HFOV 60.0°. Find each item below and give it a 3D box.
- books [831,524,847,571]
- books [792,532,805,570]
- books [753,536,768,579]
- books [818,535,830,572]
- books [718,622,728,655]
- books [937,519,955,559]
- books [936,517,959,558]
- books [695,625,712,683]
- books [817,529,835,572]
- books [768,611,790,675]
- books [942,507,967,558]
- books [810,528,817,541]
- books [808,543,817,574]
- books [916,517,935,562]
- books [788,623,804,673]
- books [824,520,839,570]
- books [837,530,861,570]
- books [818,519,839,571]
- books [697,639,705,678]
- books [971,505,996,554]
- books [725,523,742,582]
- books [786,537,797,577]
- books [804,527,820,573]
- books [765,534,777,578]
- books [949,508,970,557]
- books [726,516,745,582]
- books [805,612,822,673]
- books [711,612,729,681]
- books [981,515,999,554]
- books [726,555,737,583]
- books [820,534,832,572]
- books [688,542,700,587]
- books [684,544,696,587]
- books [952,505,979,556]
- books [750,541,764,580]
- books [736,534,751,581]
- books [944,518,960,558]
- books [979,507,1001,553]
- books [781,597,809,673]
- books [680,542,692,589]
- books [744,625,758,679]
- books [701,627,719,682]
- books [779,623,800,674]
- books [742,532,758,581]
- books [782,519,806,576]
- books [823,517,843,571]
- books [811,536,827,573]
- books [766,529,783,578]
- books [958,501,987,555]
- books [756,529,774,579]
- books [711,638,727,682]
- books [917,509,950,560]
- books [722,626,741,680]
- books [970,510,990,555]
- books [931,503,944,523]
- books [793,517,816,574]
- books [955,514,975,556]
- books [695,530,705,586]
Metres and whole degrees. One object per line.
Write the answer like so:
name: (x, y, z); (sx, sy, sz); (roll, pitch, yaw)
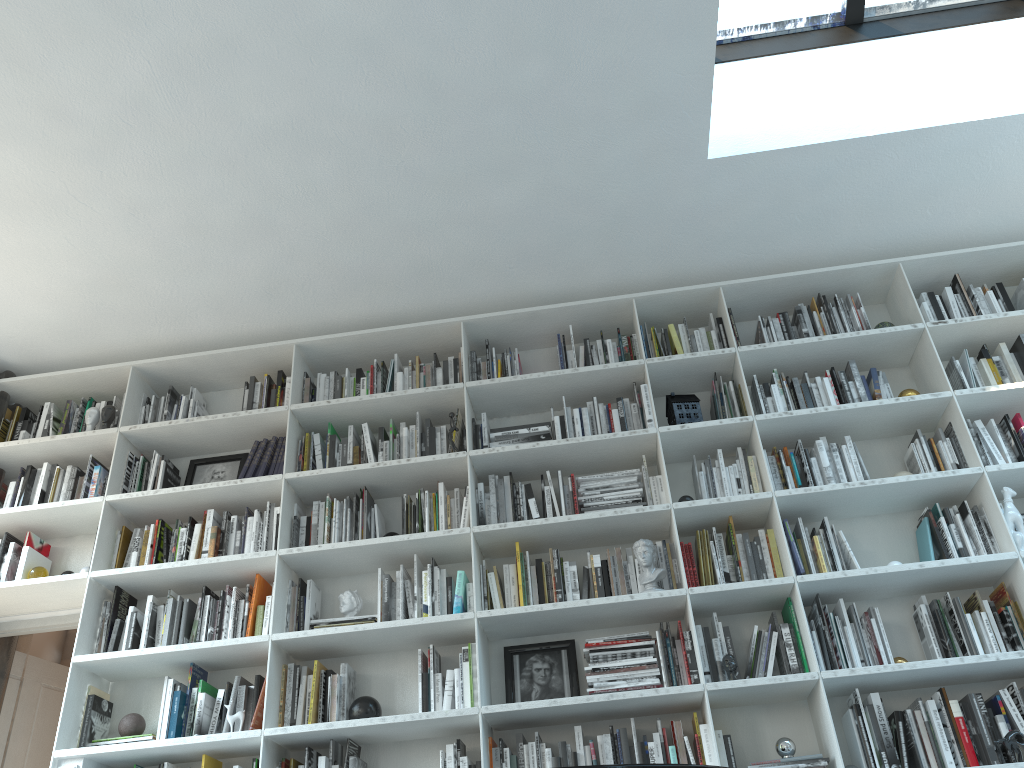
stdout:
books: (1.348, 0.729, 3.674); (0.007, 0.252, 0.161); (-7, -33, 4)
books: (1.190, 0.755, 3.684); (0.007, 0.243, 0.146); (-7, -33, 4)
books: (1.033, 0.774, 3.688); (0.028, 0.238, 0.146); (-7, -33, 4)
books: (1.278, 0.752, 3.659); (0.014, 0.208, 0.157); (-7, -33, 4)
books: (0.844, 1.098, 3.515); (0.012, 0.264, 0.158); (-7, -33, 4)
books: (1.757, 0.686, 3.618); (0.006, 0.208, 0.189); (-7, -33, 4)
books: (1.766, 0.681, 3.620); (0.013, 0.218, 0.188); (-7, -33, 4)
books: (0.758, 1.110, 3.520); (0.024, 0.262, 0.155); (-7, -33, 4)
books: (1.300, 0.738, 3.670); (0.017, 0.241, 0.133); (-7, -33, 4)
books: (1.058, 1.059, 3.502); (0.013, 0.284, 0.139); (-7, -33, 4)
books: (1.800, 0.659, 3.632); (0.018, 0.261, 0.166); (-7, -33, 4)
books: (1.267, 0.740, 3.669); (0.008, 0.241, 0.170); (-7, -33, 4)
books: (1.227, 0.765, 3.658); (0.014, 0.191, 0.147); (-7, -33, 4)
books: (1.700, 0.689, 3.641); (0.056, 0.239, 0.154); (-7, -33, 4)
books: (1.104, 1.073, 3.474); (0.021, 0.225, 0.149); (-7, -33, 4)
books: (1.315, 0.721, 3.675); (0.006, 0.272, 0.168); (-7, -33, 4)
books: (1.376, 0.730, 3.636); (0.051, 0.209, 0.177); (-7, -33, 4)
books: (1.309, 0.720, 3.669); (0.006, 0.268, 0.179); (-7, -33, 4)
books: (0.740, 1.103, 3.528); (0.012, 0.283, 0.160); (-7, -33, 4)
books: (1.907, 0.645, 3.613); (0.011, 0.251, 0.170); (-7, -33, 4)
books: (0.925, 0.751, 3.689); (0.019, 0.291, 0.183); (-7, -33, 4)
books: (1.148, 0.765, 3.672); (0.015, 0.219, 0.155); (-7, -33, 4)
books: (1.239, 0.740, 3.678); (0.013, 0.254, 0.145); (-7, -33, 4)
books: (1.076, 0.770, 3.695); (0.019, 0.246, 0.149); (-7, -33, 4)
books: (1.816, 0.659, 3.630); (0.015, 0.258, 0.153); (-7, -33, 4)
books: (0.938, 0.741, 3.716); (0.021, 0.336, 0.170); (-7, -33, 4)
books: (1.172, 1.046, 3.479); (0.010, 0.265, 0.158); (-7, -33, 4)
books: (0.829, 1.078, 3.520); (0.013, 0.305, 0.142); (-7, -33, 4)
books: (1.927, 0.668, 3.614); (0.023, 0.211, 0.165); (-7, -33, 4)
books: (0.914, 0.822, 3.693); (0.030, 0.180, 0.132); (-7, -33, 4)
books: (1.288, 0.746, 3.653); (0.007, 0.210, 0.159); (-7, -33, 4)
books: (0.764, 0.814, 3.724); (0.013, 0.245, 0.177); (-7, -33, 4)
books: (0.748, 0.811, 3.714); (0.014, 0.243, 0.146); (-7, -33, 4)
books: (1.849, 0.653, 3.639); (0.032, 0.273, 0.155); (-7, -33, 4)
books: (1.006, 0.781, 3.664); (0.034, 0.203, 0.182); (-7, -33, 4)
books: (0.959, 0.776, 3.694); (0.033, 0.251, 0.175); (-7, -33, 4)
books: (1.790, 0.683, 3.636); (0.007, 0.228, 0.147); (-7, -33, 4)
books: (1.941, 0.647, 3.614); (0.010, 0.244, 0.159); (-7, -33, 4)
books: (1.118, 1.029, 3.498); (0.014, 0.323, 0.184); (-7, -33, 4)
books: (0.731, 0.809, 3.720); (0.015, 0.254, 0.151); (-7, -33, 4)
books: (0.931, 1.090, 3.475); (0.095, 0.227, 0.191); (-7, -33, 4)
books: (0.784, 1.109, 3.512); (0.028, 0.251, 0.143); (-7, -33, 4)
books: (1.078, 1.071, 3.466); (0.029, 0.222, 0.172); (-7, -33, 4)
books: (0.980, 0.764, 3.669); (0.027, 0.240, 0.189); (-7, -33, 4)
books: (1.165, 0.729, 3.681); (0.035, 0.286, 0.192); (-7, -33, 4)
books: (1.324, 0.714, 3.678); (0.013, 0.286, 0.159); (-7, -33, 4)
books: (1.253, 0.748, 3.634); (0.017, 0.191, 0.192); (-7, -33, 4)
books: (1.094, 0.758, 3.697); (0.033, 0.267, 0.142); (-7, -33, 4)
books: (1.868, 0.639, 3.618); (0.012, 0.272, 0.185); (-7, -33, 4)
books: (1.055, 0.757, 3.689); (0.032, 0.265, 0.143); (-7, -33, 4)
books: (0.811, 1.119, 3.477); (0.027, 0.191, 0.183); (-7, -33, 4)
books: (1.735, 0.669, 3.640); (0.021, 0.263, 0.175); (-7, -33, 4)
books: (0.868, 1.102, 3.509); (0.035, 0.247, 0.141); (-7, -33, 4)
books: (1.897, 0.659, 3.627); (0.013, 0.243, 0.159); (-7, -33, 4)
books: (1.778, 0.656, 3.653); (0.013, 0.294, 0.154); (-7, -33, 4)
books: (1.208, 0.719, 3.663); (0.013, 0.277, 0.192); (-7, -33, 4)
books: (1.830, 0.668, 3.613); (0.012, 0.223, 0.179); (-7, -33, 4)
books: (0.789, 0.777, 3.712); (0.035, 0.291, 0.146); (-7, -33, 4)
